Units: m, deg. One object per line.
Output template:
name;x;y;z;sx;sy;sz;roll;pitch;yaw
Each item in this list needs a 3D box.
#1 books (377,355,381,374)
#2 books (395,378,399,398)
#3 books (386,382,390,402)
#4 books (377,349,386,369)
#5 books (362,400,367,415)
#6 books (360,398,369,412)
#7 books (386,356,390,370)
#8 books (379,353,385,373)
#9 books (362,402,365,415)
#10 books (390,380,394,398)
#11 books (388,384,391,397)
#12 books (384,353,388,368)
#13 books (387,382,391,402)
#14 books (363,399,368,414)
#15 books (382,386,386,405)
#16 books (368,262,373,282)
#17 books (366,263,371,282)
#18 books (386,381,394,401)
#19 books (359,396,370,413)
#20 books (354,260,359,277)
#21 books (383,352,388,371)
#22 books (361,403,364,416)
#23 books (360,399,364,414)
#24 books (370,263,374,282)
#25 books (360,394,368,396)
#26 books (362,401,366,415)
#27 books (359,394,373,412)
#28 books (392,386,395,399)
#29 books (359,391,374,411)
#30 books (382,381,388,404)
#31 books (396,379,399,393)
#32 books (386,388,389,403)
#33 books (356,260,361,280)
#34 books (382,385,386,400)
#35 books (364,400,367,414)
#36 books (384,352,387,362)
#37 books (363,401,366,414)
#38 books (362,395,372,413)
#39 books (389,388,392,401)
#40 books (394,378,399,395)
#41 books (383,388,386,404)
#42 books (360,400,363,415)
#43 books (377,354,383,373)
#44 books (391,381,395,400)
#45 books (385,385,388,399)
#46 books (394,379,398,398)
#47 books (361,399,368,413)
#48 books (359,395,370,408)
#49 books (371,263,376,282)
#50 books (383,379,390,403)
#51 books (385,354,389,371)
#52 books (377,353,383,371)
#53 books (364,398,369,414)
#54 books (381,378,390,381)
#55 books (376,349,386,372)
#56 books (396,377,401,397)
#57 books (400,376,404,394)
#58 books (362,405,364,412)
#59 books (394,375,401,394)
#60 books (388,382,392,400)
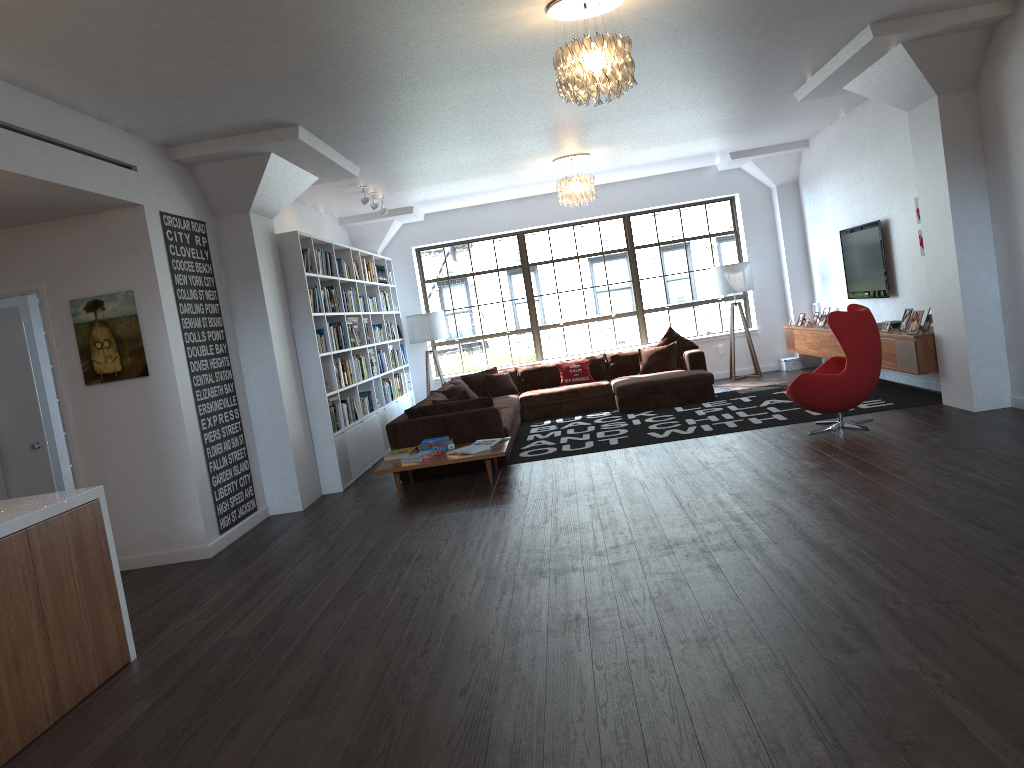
books;-1.690;-0.233;10.680;0.182;0.255;0.077;-9;4;4
books;-1.588;0.065;11.585;0.183;0.253;0.037;-9;4;4
books;-1.618;0.115;11.002;0.183;0.253;0.034;-9;4;3
books;-1.681;-0.280;11.033;0.176;0.293;0.125;-9;4;4
books;-1.670;0.265;9.736;0.120;0.167;0.020;-9;4;4
books;-1.667;0.248;9.863;0.128;0.178;0.021;-9;4;4
books;-1.655;-0.265;11.283;0.161;0.218;0.101;-9;4;4
books;-1.674;-0.248;10.868;0.182;0.253;0.098;-9;4;4
books;-1.676;0.267;9.680;0.109;0.171;0.018;-9;4;4
books;-1.606;0.089;11.278;0.180;0.259;0.060;-9;4;3
books;-1.612;0.112;11.080;0.171;0.246;0.057;-9;4;3
books;-1.668;-0.272;11.174;0.170;0.251;0.118;-9;4;4
books;-1.612;0.112;11.035;0.183;0.253;0.034;-9;4;3
books;-1.661;0.259;9.786;0.107;0.167;0.017;-9;4;4
books;-1.639;0.146;10.731;0.174;0.240;0.045;-9;4;3
books;-1.849;-1.376;11.061;0.183;0.253;0.034;-9;4;4
books;-1.850;-1.366;10.980;0.171;0.246;0.057;-9;4;4
books;-1.602;0.098;11.195;0.183;0.253;0.034;-9;4;3
books;-1.669;0.240;9.891;0.139;0.191;0.036;-9;4;4
books;-1.887;-1.315;10.376;0.160;0.251;0.031;-9;4;4
books;-1.667;-0.264;11.121;0.174;0.242;0.105;-9;4;4
books;-1.684;0.270;9.609;0.128;0.178;0.021;-9;4;4
books;-1.690;0.266;9.635;0.134;0.184;0.030;-9;4;4
books;-1.845;-1.381;11.128;0.183;0.253;0.034;-9;4;4
books;-1.682;0.228;10.006;0.146;0.202;0.027;-9;4;4
books;-1.668;0.274;9.698;0.110;0.153;0.019;-9;4;4
books;-1.663;0.223;10.032;0.146;0.202;0.027;-9;4;4
books;-1.597;0.101;11.347;0.161;0.223;0.027;-9;4;3
books;-1.665;0.202;10.116;0.140;0.231;0.042;-9;4;4
books;-1.637;0.114;10.848;0.198;0.284;0.066;-9;4;3
books;-1.585;0.058;11.699;0.160;0.250;0.027;-9;4;4
books;-1.612;0.136;10.920;0.161;0.223;0.026;-9;4;3
books;-1.880;-1.322;10.442;0.160;0.251;0.039;-9;4;4
books;-1.635;0.145;10.798;0.168;0.231;0.037;-9;4;3
books;-1.662;0.263;9.761;0.106;0.162;0.032;-9;4;4
books;-1.667;-0.274;11.218;0.159;0.248;0.089;-9;4;4
books;-1.669;0.272;9.717;0.110;0.153;0.018;-9;4;4
books;-1.663;0.229;9.950;0.146;0.202;0.027;-9;4;4
books;-1.607;0.119;11.123;0.161;0.223;0.027;-9;4;3
books;-1.591;0.063;11.621;0.183;0.253;0.036;-9;4;4
books;-1.625;0.150;10.766;0.161;0.223;0.026;-9;4;3
books;-1.683;0.272;9.588;0.128;0.178;0.022;-9;4;4
books;-1.682;-0.237;10.782;0.174;0.243;0.085;-9;4;4
books;-1.599;0.089;11.321;0.160;0.250;0.026;-9;4;3
books;-1.618;0.125;10.894;0.160;0.250;0.026;-9;4;3
books;-1.594;0.069;11.550;0.183;0.253;0.036;-9;4;4
books;-1.669;0.258;9.808;0.122;0.169;0.023;-9;4;4
books;-1.673;0.232;9.924;0.146;0.202;0.027;-9;4;4
books;-1.836;-1.391;11.230;0.183;0.253;0.034;-9;4;4
books;-1.624;0.101;10.958;0.176;0.290;0.053;-9;4;3
books;-1.655;-0.265;11.249;0.161;0.222;0.084;-9;4;4
books;-1.688;-0.245;10.821;0.182;0.255;0.077;-9;4;4
books;-1.668;0.253;9.836;0.126;0.173;0.032;-9;4;4
books;-1.612;0.078;11.229;0.176;0.290;0.036;-9;4;3
books;-1.688;-0.273;10.971;0.197;0.290;0.136;-9;4;4
books;-1.581;0.053;11.730;0.183;0.253;0.037;-9;4;4
books;-1.569;0.031;12.036;0.171;0.246;0.057;-9;4;4
books;-1.686;0.267;9.661;0.128;0.178;0.022;-9;4;4
books;-1.597;0.035;11.788;0.198;0.284;0.066;-9;4;4
books;-1.614;0.109;11.158;0.174;0.240;0.045;-9;4;3
